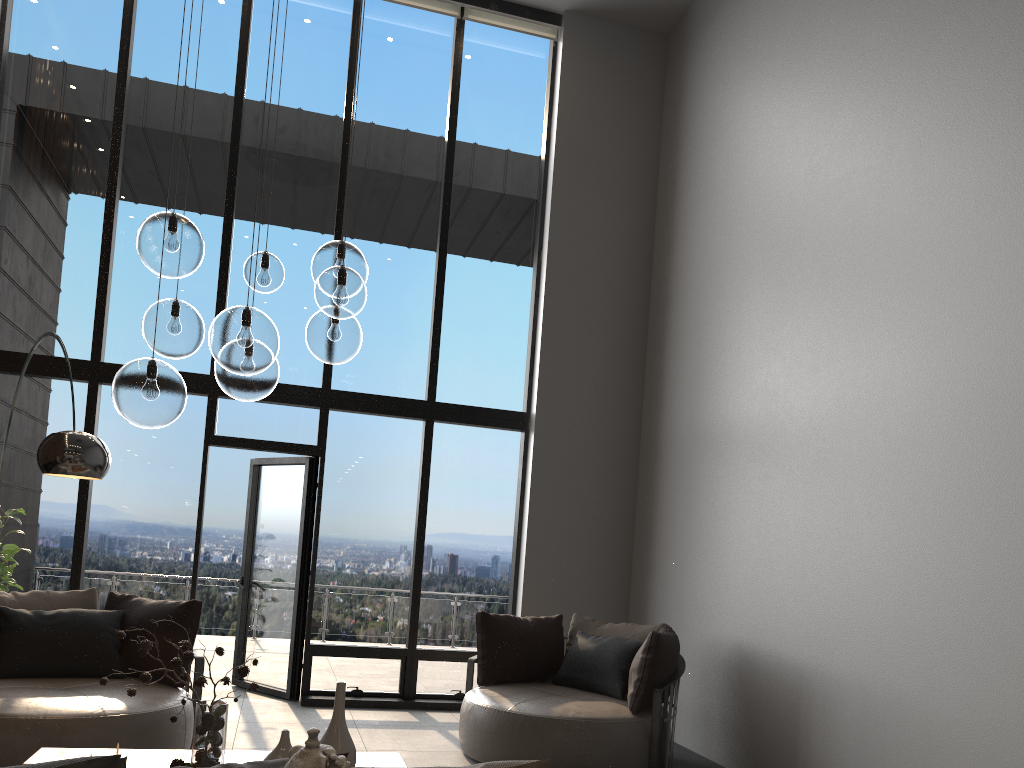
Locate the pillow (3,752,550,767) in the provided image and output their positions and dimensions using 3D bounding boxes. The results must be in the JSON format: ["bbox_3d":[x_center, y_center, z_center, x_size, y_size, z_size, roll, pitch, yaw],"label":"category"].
[{"bbox_3d":[-0.922,0.949,1.775,1.949,0.494,0.549,7,-8,-15],"label":"pillow"}]

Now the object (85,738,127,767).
[{"bbox_3d":[-1.359,1.278,2.901,0.153,0.209,0.078,5,-3,-4],"label":"object"}]

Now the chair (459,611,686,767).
[{"bbox_3d":[0.399,1.994,5.762,1.442,0.888,1.508,4,-9,2],"label":"chair"}]

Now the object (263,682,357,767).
[{"bbox_3d":[-0.730,1.295,3.226,0.316,0.393,0.324,4,-6,5],"label":"object"}]

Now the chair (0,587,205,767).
[{"bbox_3d":[-2.451,1.574,4.724,1.478,0.888,1.472,2,-9,12],"label":"chair"}]

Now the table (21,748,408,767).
[{"bbox_3d":[-1.100,1.654,3.279,1.458,0.350,0.909,7,-11,-14],"label":"table"}]

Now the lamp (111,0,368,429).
[{"bbox_3d":[-0.844,-2.225,3.424,1.237,4.945,1.236,5,-3,-17],"label":"lamp"}]

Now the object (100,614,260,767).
[{"bbox_3d":[-1.247,1.161,3.245,0.549,0.596,0.317,10,-7,-43],"label":"object"}]

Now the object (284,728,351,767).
[{"bbox_3d":[-0.346,0.639,1.262,0.207,0.287,0.137,4,-4,5],"label":"object"}]

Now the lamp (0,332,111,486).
[{"bbox_3d":[-2.656,0.867,4.844,0.323,2.308,2.039,6,-6,-38],"label":"lamp"}]
